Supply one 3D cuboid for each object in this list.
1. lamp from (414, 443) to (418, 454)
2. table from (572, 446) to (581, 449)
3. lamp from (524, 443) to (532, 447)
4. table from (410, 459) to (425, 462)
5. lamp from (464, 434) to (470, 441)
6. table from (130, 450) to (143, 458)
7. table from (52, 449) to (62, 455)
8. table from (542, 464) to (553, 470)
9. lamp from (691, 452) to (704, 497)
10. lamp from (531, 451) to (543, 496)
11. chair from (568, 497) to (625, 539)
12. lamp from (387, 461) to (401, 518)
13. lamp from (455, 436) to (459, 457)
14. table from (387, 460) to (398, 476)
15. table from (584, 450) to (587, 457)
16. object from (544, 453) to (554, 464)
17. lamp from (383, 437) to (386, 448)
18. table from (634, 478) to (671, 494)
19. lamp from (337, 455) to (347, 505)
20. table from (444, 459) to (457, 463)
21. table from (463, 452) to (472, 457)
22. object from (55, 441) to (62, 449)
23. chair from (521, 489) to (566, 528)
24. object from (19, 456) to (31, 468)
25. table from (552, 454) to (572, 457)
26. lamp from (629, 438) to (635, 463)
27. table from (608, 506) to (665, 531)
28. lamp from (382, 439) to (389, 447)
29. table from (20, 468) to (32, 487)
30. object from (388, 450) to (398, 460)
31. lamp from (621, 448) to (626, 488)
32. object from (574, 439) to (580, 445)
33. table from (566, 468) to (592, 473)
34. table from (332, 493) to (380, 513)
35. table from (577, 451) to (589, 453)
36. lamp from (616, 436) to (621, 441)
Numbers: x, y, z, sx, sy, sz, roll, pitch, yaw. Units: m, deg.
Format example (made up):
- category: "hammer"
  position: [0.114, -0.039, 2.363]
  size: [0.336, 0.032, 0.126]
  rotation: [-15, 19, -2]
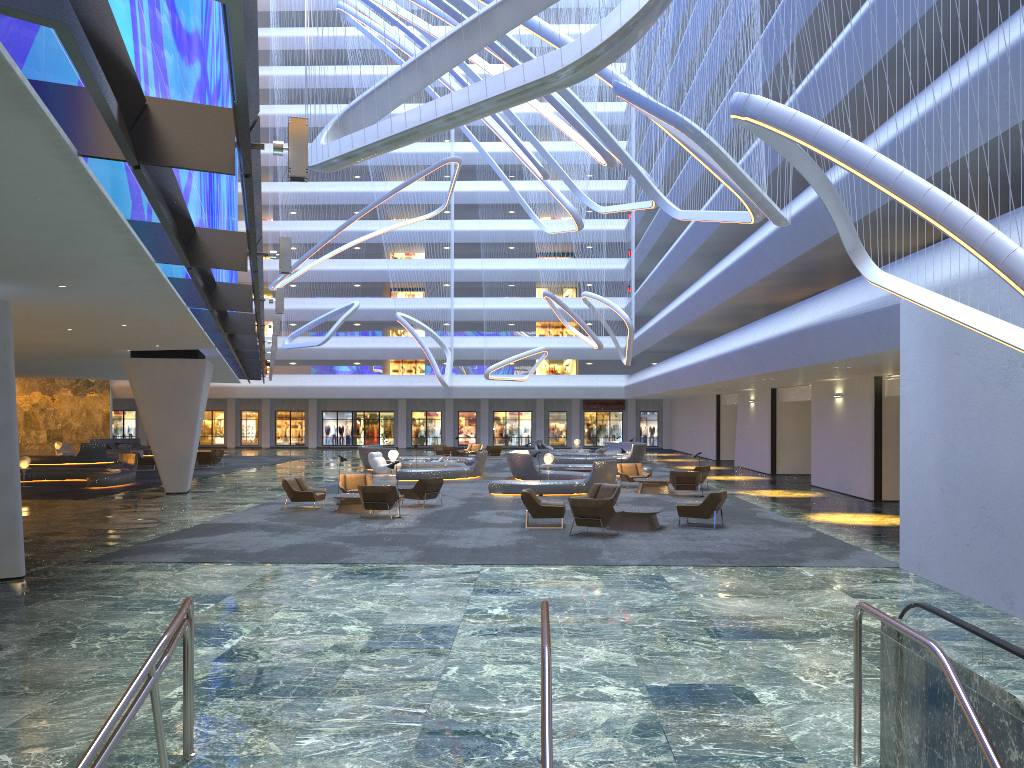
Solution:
- category: "lamp"
  position: [-3.619, 2.866, 33.542]
  size: [0.202, 1.300, 0.384]
  rotation: [0, 0, -23]
- category: "table"
  position: [3.620, 3.766, 49.283]
  size: [0.418, 0.595, 0.427]
  rotation: [1, -1, -44]
- category: "lamp"
  position: [0.631, 2.892, 34.042]
  size: [0.384, 1.300, 0.202]
  rotation: [0, 0, 19]
- category: "table"
  position: [-4.107, 3.484, 38.425]
  size: [0.673, 0.406, 0.671]
  rotation: [0, -2, 21]
- category: "lamp"
  position: [-2.463, 3.374, 48.021]
  size: [0.384, 1.300, 0.202]
  rotation: [0, 0, -37]
- category: "table"
  position: [-20.212, 3.777, 47.740]
  size: [0.671, 0.406, 0.673]
  rotation: [2, -2, -44]
- category: "table"
  position: [-22.526, 3.526, 43.893]
  size: [0.418, 0.595, 0.428]
  rotation: [0, -1, 1]
- category: "table"
  position: [1.258, 3.135, 31.331]
  size: [0.418, 0.595, 0.428]
  rotation: [0, -1, 1]
- category: "lamp"
  position: [5.350, 2.606, 25.578]
  size: [0.384, 1.300, 0.202]
  rotation: [0, 0, 19]
- category: "lamp"
  position: [0.724, 2.604, 25.792]
  size: [0.384, 1.300, 0.202]
  rotation: [0, 0, 19]
- category: "chair"
  position: [1.610, 2.578, 17.273]
  size: [0.929, 0.766, 0.939]
  rotation: [-1, -1, 29]
- category: "lamp"
  position: [-2.680, 2.402, 20.193]
  size: [0.384, 1.300, 0.202]
  rotation: [0, 0, 19]
- category: "lamp"
  position: [-2.744, 3.251, 44.528]
  size: [0.202, 1.300, 0.384]
  rotation: [0, 0, -36]
- category: "table"
  position: [-4.578, 3.215, 33.961]
  size: [0.418, 0.595, 0.428]
  rotation: [0, -1, -24]
- category: "table"
  position: [3.683, 3.599, 44.512]
  size: [0.418, 0.595, 0.428]
  rotation: [0, -1, -2]
- category: "object"
  position: [1.301, 2.645, 31.360]
  size: [0.367, 0.387, 0.318]
  rotation: [0, -1, 9]
- category: "lamp"
  position: [-5.909, 3.123, 41.035]
  size: [0.202, 1.300, 0.384]
  rotation: [0, 0, -44]
- category: "table"
  position: [4.310, 3.101, 26.954]
  size: [1.203, 0.392, 1.204]
  rotation: [0, -2, 1]
- category: "lamp"
  position: [-4.462, 2.504, 23.210]
  size: [0.202, 1.300, 0.384]
  rotation: [0, 0, 18]
- category: "table"
  position: [-2.609, 3.495, 38.659]
  size: [0.673, 0.406, 0.671]
  rotation: [1, -2, -36]
- category: "table"
  position: [-2.802, 3.761, 46.251]
  size: [1.203, 0.392, 1.203]
  rotation: [-1, -2, 37]
- category: "object"
  position: [-22.482, 3.036, 43.922]
  size: [0.367, 0.387, 0.318]
  rotation: [0, -1, 9]
- category: "chair"
  position: [0.668, 2.626, 18.710]
  size: [0.938, 0.766, 0.930]
  rotation: [0, -1, 4]
- category: "object"
  position: [-15.688, 2.512, 28.503]
  size: [0.318, 0.387, 0.367]
  rotation: [0, -1, 9]
- category: "table"
  position: [2.382, 3.677, 43.564]
  size: [1.203, 0.392, 1.204]
  rotation: [0, -2, 2]
- category: "lamp"
  position: [5.588, 3.149, 41.126]
  size: [0.202, 1.300, 0.384]
  rotation: [0, 0, -39]
- category: "table"
  position: [2.555, 2.803, 18.495]
  size: [1.203, 0.392, 1.203]
  rotation: [-1, -2, 20]
- category: "lamp"
  position: [-5.539, 3.041, 38.650]
  size: [0.384, 1.300, 0.202]
  rotation: [0, 0, -5]
- category: "table"
  position: [-15.660, 3.001, 28.460]
  size: [0.427, 0.595, 0.418]
  rotation: [0, -1, 1]
- category: "object"
  position: [-4.550, 2.725, 34.005]
  size: [0.367, 0.387, 0.318]
  rotation: [0, -1, -16]
- category: "lamp"
  position: [3.568, 2.708, 28.595]
  size: [0.202, 1.300, 0.384]
  rotation: [0, 0, 18]
- category: "object"
  position: [3.716, 3.329, 50.593]
  size: [0.367, 0.387, 0.318]
  rotation: [0, -1, -16]
- category: "table"
  position: [2.566, 3.286, 32.334]
  size: [1.203, 0.392, 1.204]
  rotation: [0, -2, 2]
- category: "table"
  position: [-3.720, 2.898, 21.568]
  size: [1.203, 0.392, 1.204]
  rotation: [0, -2, 2]
- category: "table"
  position: [3.840, 3.830, 47.901]
  size: [0.671, 0.406, 0.674]
  rotation: [0, -1, -2]
- category: "lamp"
  position: [5.423, 3.290, 45.181]
  size: [0.384, 1.300, 0.202]
  rotation: [0, 0, 1]
